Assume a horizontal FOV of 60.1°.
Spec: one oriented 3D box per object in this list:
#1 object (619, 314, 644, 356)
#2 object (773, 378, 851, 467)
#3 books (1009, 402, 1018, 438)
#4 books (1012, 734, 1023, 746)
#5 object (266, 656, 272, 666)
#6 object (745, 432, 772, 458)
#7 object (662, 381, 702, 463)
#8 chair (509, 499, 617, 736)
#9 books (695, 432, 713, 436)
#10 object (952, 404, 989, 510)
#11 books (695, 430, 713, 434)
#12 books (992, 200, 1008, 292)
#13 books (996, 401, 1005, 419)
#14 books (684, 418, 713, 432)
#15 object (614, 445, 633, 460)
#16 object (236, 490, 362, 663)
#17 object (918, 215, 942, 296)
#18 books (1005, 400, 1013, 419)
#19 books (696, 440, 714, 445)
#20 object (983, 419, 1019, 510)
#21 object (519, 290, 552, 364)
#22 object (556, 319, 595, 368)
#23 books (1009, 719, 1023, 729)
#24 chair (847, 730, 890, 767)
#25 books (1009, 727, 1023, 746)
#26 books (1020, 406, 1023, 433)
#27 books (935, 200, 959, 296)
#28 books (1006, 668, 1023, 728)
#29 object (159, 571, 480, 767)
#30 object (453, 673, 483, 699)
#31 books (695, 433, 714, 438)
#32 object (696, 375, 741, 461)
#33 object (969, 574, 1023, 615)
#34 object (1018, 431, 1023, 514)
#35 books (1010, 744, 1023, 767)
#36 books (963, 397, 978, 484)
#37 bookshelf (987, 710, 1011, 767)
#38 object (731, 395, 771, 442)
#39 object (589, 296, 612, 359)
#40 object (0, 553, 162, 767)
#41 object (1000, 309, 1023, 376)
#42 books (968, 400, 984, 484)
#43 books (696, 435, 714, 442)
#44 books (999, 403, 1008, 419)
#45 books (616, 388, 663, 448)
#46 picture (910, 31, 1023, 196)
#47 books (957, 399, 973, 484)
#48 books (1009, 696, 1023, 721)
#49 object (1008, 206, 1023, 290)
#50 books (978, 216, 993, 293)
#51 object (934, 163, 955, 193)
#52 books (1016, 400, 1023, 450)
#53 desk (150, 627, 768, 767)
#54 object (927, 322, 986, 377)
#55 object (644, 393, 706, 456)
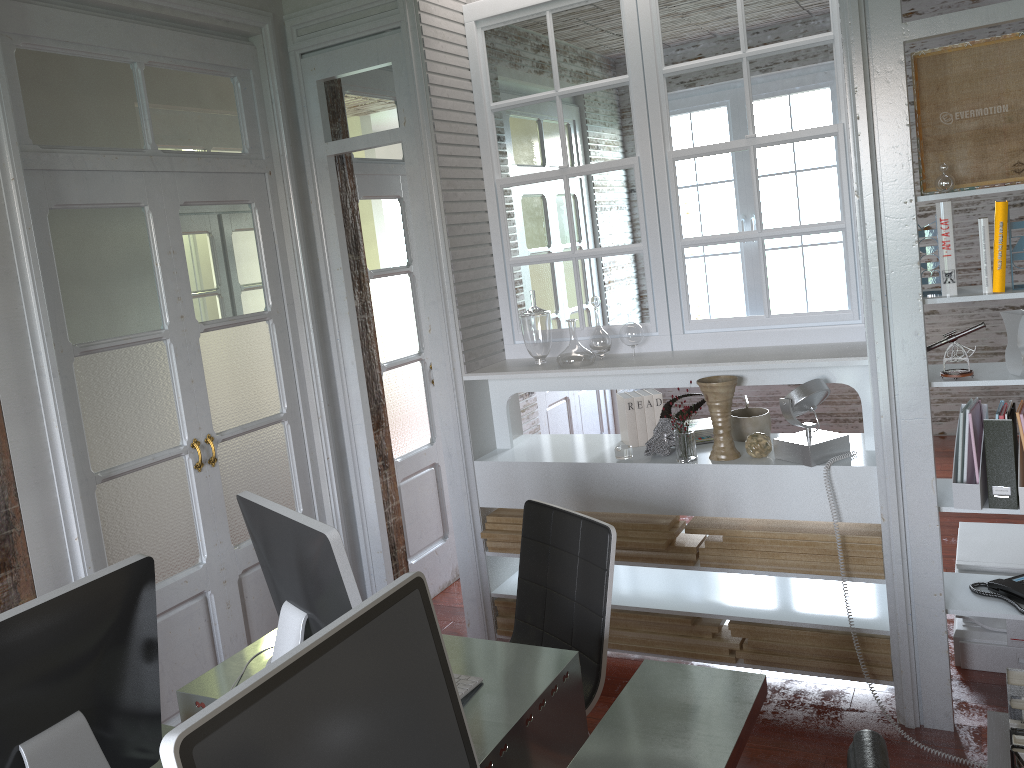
[{"bbox_3d":[0.460,-0.175,3.390,0.094,0.187,0.095,-7,7,4],"label":"object"},{"bbox_3d":[0.993,0.115,2.969,0.189,0.271,0.167,-10,8,-26],"label":"object"},{"bbox_3d":[1.550,0.216,2.730,0.007,0.281,0.195,-3,8,34],"label":"books"},{"bbox_3d":[0.929,0.740,1.361,0.258,0.350,0.071,-3,7,29],"label":"books"},{"bbox_3d":[-0.567,0.675,2.192,0.059,0.028,0.107,-3,10,27],"label":"object"},{"bbox_3d":[0.852,0.209,3.062,0.092,0.087,0.093,-10,8,-24],"label":"object"},{"bbox_3d":[0.611,0.129,3.115,0.128,0.286,0.129,-8,7,-4],"label":"object"},{"bbox_3d":[-0.020,0.865,2.420,0.604,0.914,0.476,-11,8,-31],"label":"chair"},{"bbox_3d":[0.722,0.176,3.464,0.169,0.007,0.191,-8,9,-6],"label":"books"},{"bbox_3d":[1.447,0.224,2.791,0.078,0.276,0.240,-2,9,37],"label":"object"},{"bbox_3d":[0.722,0.169,3.463,0.169,0.007,0.191,-8,9,-6],"label":"books"},{"bbox_3d":[1.484,-0.422,2.693,0.055,0.266,0.194,-4,8,29],"label":"books"},{"bbox_3d":[1.511,0.213,2.753,0.039,0.286,0.195,-3,8,34],"label":"books"},{"bbox_3d":[0.720,0.163,3.463,0.168,0.007,0.191,-7,9,1],"label":"books"},{"bbox_3d":[0.410,0.252,3.248,0.066,0.040,0.066,-9,8,-13],"label":"object"},{"bbox_3d":[-0.430,0.488,1.822,0.190,0.482,0.484,-12,9,-36],"label":"object"},{"bbox_3d":[1.312,-0.408,2.799,0.078,0.248,0.116,-4,7,29],"label":"object"},{"bbox_3d":[1.541,0.212,2.733,0.009,0.286,0.195,-3,8,34],"label":"books"},{"bbox_3d":[0.725,0.200,3.455,0.181,0.011,0.247,-8,9,-6],"label":"books"},{"bbox_3d":[1.532,0.219,2.759,0.078,0.276,0.247,-3,8,34],"label":"object"},{"bbox_3d":[0.098,-0.211,3.482,0.129,0.313,0.129,-12,8,-36],"label":"object"},{"bbox_3d":[0.234,-0.144,3.327,0.148,0.199,0.149,-6,7,11],"label":"object"},{"bbox_3d":[0.992,0.733,1.478,0.265,0.313,0.025,-3,7,29],"label":"books"},{"bbox_3d":[0.184,1.004,1.067,0.698,1.017,0.670,-4,8,24],"label":"chair"},{"bbox_3d":[0.936,0.735,1.383,0.258,0.352,0.050,-3,7,29],"label":"books"},{"bbox_3d":[1.593,0.211,2.704,0.045,0.285,0.195,-3,8,35],"label":"books"},{"bbox_3d":[1.370,-0.431,2.784,0.042,0.285,0.217,-4,8,29],"label":"books"},{"bbox_3d":[1.029,0.696,1.560,0.258,0.349,0.065,-3,7,29],"label":"books"},{"bbox_3d":[-0.221,0.567,1.171,0.189,0.482,0.487,-4,8,29],"label":"object"},{"bbox_3d":[-0.283,0.673,2.029,0.438,0.017,0.119,-2,10,29],"label":"object"},{"bbox_3d":[0.723,0.183,3.464,0.169,0.007,0.191,-8,9,-6],"label":"books"},{"bbox_3d":[0.733,0.120,3.105,0.143,0.277,0.144,-1,9,43],"label":"object"},{"bbox_3d":[1.642,0.657,2.812,0.238,0.040,0.295,-9,9,-15],"label":"object"},{"bbox_3d":[1.587,0.224,2.687,0.078,0.276,0.241,-3,8,35],"label":"object"},{"bbox_3d":[0.917,0.745,1.334,0.271,0.352,0.063,-3,7,29],"label":"books"},{"bbox_3d":[1.457,0.206,2.812,0.038,0.294,0.181,-3,8,37],"label":"books"},{"bbox_3d":[1.048,1.109,1.537,0.435,0.457,1.204,-3,10,29],"label":"bookshelf"},{"bbox_3d":[0.886,0.132,3.313,0.159,0.152,0.218,-5,8,14],"label":"object"},{"bbox_3d":[0.333,-0.204,3.401,0.088,0.270,0.088,-4,7,24],"label":"object"},{"bbox_3d":[-0.753,0.590,1.433,0.189,0.482,0.487,-4,8,29],"label":"object"},{"bbox_3d":[1.538,-0.123,2.664,0.063,0.187,0.127,-7,7,2],"label":"object"},{"bbox_3d":[1.476,0.212,2.791,0.022,0.287,0.195,-3,8,37],"label":"books"},{"bbox_3d":[0.724,0.191,3.454,0.181,0.007,0.247,-8,9,-6],"label":"books"},{"bbox_3d":[1.529,0.216,2.738,0.030,0.281,0.181,-3,8,34],"label":"books"},{"bbox_3d":[0.507,0.132,3.473,0.150,0.192,0.144,-8,7,-6],"label":"books"},{"bbox_3d":[1.382,-0.800,2.641,0.325,0.432,0.009,-3,7,29],"label":"picture"},{"bbox_3d":[1.442,0.210,2.816,0.037,0.286,0.195,-3,8,37],"label":"books"},{"bbox_3d":[0.999,0.718,1.508,0.249,0.331,0.060,-3,7,29],"label":"books"},{"bbox_3d":[1.546,-0.416,2.671,0.078,0.248,0.116,-4,7,29],"label":"object"},{"bbox_3d":[1.452,-0.399,2.716,0.026,0.222,0.162,-4,8,29],"label":"books"},{"bbox_3d":[1.284,-0.611,2.628,0.056,0.089,0.056,-3,8,32],"label":"object"},{"bbox_3d":[1.586,0.205,2.715,0.045,0.280,0.181,-3,8,35],"label":"books"},{"bbox_3d":[-0.576,1.234,1.115,1.298,0.723,2.528,-2,10,29],"label":"desk"},{"bbox_3d":[1.360,-0.108,2.731,0.093,0.160,0.178,-11,9,-33],"label":"object"},{"bbox_3d":[0.625,0.151,3.307,0.385,0.178,0.158,-13,9,-35],"label":"object"}]
